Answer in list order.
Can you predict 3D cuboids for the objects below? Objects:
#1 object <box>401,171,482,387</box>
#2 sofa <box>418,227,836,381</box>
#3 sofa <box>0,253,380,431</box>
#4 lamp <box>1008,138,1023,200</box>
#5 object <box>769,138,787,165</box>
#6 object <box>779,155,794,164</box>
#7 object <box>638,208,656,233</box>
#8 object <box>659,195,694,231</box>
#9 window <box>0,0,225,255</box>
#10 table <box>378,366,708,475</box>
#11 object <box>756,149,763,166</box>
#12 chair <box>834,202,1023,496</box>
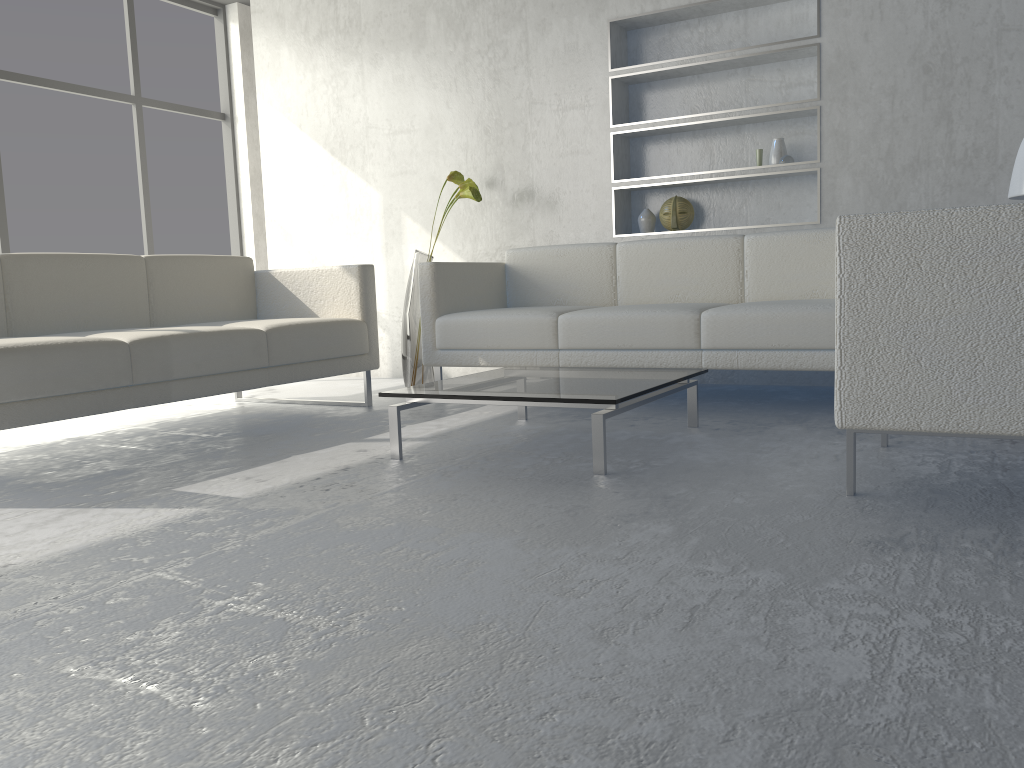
[{"bbox_3d":[-0.303,-0.497,4.193,0.387,1.051,0.400,-6,7,-33],"label":"object"},{"bbox_3d":[0.619,-0.278,3.649,1.881,0.658,0.821,1,7,29],"label":"sofa"},{"bbox_3d":[-1.362,-0.141,3.114,0.821,0.658,1.881,1,7,29],"label":"sofa"},{"bbox_3d":[1.883,-0.567,3.014,0.347,0.582,0.347,-3,6,-2],"label":"lamp"},{"bbox_3d":[1.166,-1.006,3.878,0.079,0.130,0.079,1,7,27],"label":"object"},{"bbox_3d":[1.180,-0.958,3.811,0.064,0.050,0.064,2,8,35],"label":"object"},{"bbox_3d":[0.641,-0.768,4.211,0.086,0.128,0.086,3,8,40],"label":"object"},{"bbox_3d":[0.757,-0.788,4.113,0.163,0.179,0.088,0,7,19],"label":"object"},{"bbox_3d":[-2.824,-1.195,4.897,0.037,2.477,4.080,1,7,29],"label":"window"},{"bbox_3d":[0.127,0.082,2.697,0.730,0.190,0.773,1,7,29],"label":"table"},{"bbox_3d":[1.096,-0.990,3.926,0.074,0.094,0.074,-3,6,-7],"label":"object"},{"bbox_3d":[1.186,-0.116,1.958,0.821,0.662,0.748,1,7,29],"label":"chair"}]
